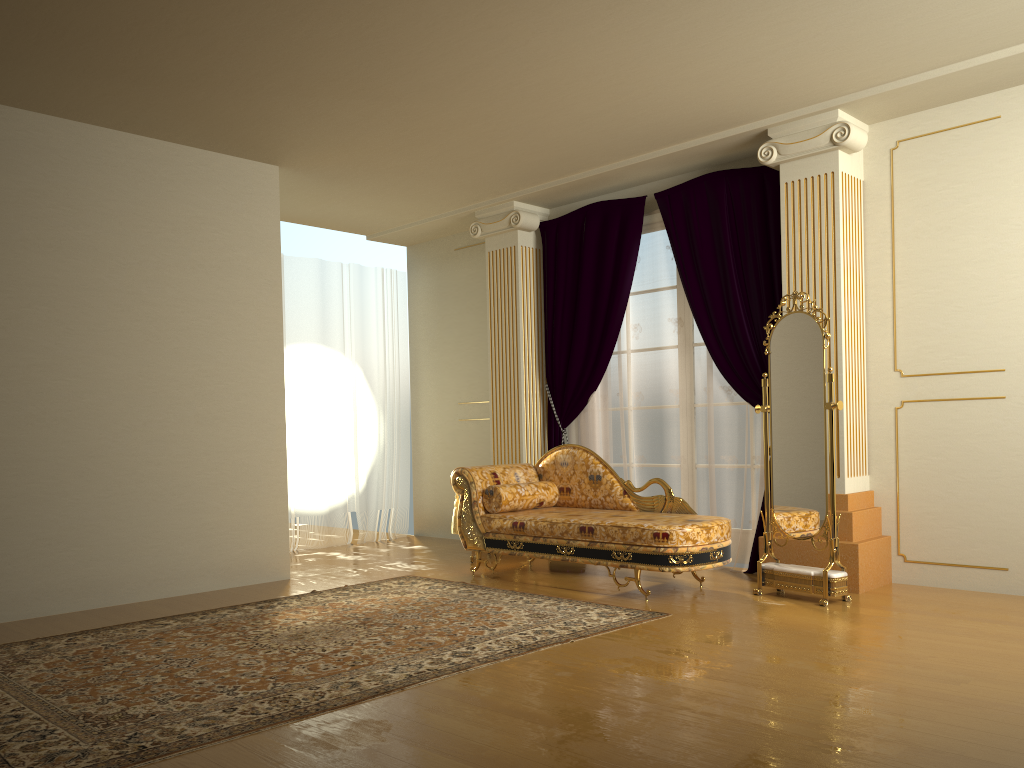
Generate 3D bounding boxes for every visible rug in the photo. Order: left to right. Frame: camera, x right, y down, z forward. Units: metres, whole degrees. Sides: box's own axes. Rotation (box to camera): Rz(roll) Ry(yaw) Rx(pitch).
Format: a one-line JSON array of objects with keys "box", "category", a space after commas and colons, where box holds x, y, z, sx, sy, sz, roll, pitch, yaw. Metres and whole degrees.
[{"box": [-1.008, 1.196, 4.162, 2.120, 0.017, 3.078, -5, -4, 44], "category": "rug"}]

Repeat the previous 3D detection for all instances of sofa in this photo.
[{"box": [0.461, 0.814, 5.561, 1.896, 0.871, 0.693, -4, -2, 44], "category": "sofa"}]

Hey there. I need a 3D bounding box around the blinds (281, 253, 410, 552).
[{"box": [-1.700, 0.168, 7.576, 2.165, 2.506, 0.164, -1, 0, -43], "category": "blinds"}]

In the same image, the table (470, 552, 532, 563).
[{"box": [-0.118, 1.010, 6.696, 0.571, 0.643, 0.571, -1, -1, 0], "category": "table"}]

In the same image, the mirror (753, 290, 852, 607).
[{"box": [1.575, 0.334, 4.870, 0.243, 1.700, 0.541, -2, 1, -35], "category": "mirror"}]

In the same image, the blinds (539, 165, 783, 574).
[{"box": [1.066, -0.046, 6.284, 0.339, 2.653, 2.238, -2, 0, -45], "category": "blinds"}]
